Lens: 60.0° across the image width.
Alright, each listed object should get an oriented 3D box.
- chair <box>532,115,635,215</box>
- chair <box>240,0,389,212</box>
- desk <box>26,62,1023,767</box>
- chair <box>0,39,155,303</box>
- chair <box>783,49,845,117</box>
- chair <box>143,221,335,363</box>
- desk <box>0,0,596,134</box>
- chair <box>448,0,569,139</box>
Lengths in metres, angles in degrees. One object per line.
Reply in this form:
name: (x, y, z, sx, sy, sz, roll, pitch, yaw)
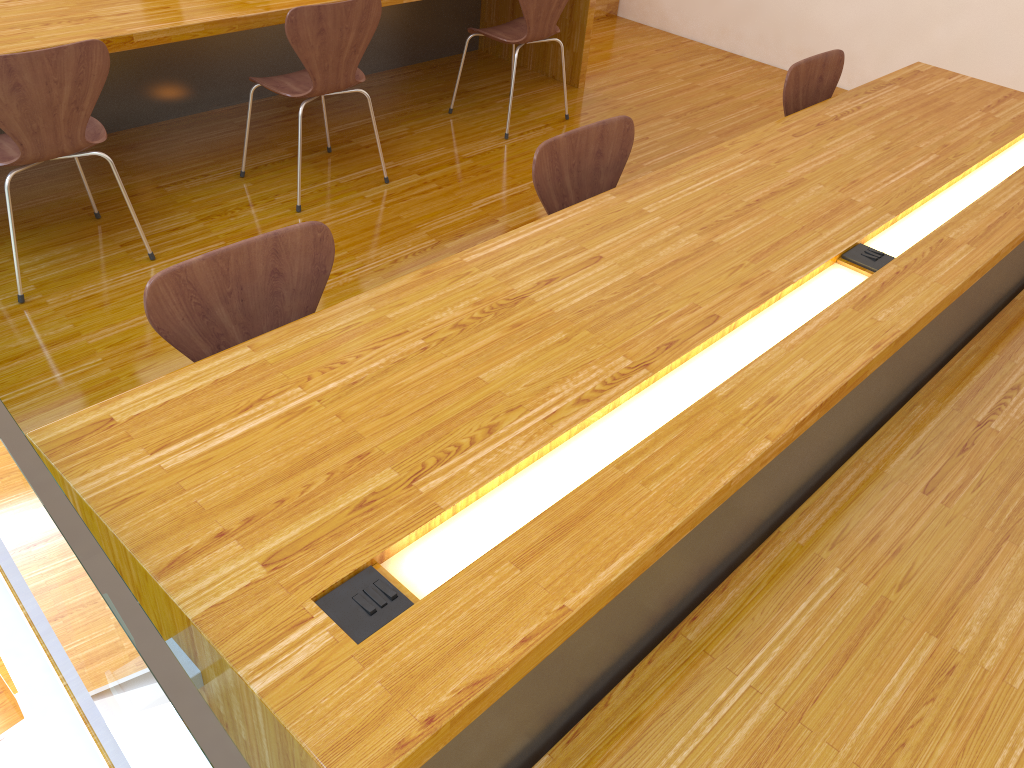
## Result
chair: (0.277, -0.274, 2.302, 0.381, 0.693, 0.428, 33, 45, 31)
chair: (-0.726, -1.060, 3.198, 0.381, 0.693, 0.428, 33, 45, 31)
desk: (0.793, 0.120, 2.194, 1.285, 0.918, 3.236, 33, 45, 31)
chair: (-1.395, -0.679, 2.604, 0.381, 0.693, 0.428, 33, 45, 31)
chair: (1.074, -0.695, 2.966, 0.381, 0.693, 0.428, 33, 45, 31)
chair: (-0.391, 0.107, 1.709, 0.381, 0.693, 0.428, 33, 45, 31)
desk: (-0.972, -1.312, 3.575, 0.760, 0.606, 3.185, 33, 45, 31)
chair: (0.016, -1.516, 3.901, 0.381, 0.693, 0.428, 33, 45, 31)
